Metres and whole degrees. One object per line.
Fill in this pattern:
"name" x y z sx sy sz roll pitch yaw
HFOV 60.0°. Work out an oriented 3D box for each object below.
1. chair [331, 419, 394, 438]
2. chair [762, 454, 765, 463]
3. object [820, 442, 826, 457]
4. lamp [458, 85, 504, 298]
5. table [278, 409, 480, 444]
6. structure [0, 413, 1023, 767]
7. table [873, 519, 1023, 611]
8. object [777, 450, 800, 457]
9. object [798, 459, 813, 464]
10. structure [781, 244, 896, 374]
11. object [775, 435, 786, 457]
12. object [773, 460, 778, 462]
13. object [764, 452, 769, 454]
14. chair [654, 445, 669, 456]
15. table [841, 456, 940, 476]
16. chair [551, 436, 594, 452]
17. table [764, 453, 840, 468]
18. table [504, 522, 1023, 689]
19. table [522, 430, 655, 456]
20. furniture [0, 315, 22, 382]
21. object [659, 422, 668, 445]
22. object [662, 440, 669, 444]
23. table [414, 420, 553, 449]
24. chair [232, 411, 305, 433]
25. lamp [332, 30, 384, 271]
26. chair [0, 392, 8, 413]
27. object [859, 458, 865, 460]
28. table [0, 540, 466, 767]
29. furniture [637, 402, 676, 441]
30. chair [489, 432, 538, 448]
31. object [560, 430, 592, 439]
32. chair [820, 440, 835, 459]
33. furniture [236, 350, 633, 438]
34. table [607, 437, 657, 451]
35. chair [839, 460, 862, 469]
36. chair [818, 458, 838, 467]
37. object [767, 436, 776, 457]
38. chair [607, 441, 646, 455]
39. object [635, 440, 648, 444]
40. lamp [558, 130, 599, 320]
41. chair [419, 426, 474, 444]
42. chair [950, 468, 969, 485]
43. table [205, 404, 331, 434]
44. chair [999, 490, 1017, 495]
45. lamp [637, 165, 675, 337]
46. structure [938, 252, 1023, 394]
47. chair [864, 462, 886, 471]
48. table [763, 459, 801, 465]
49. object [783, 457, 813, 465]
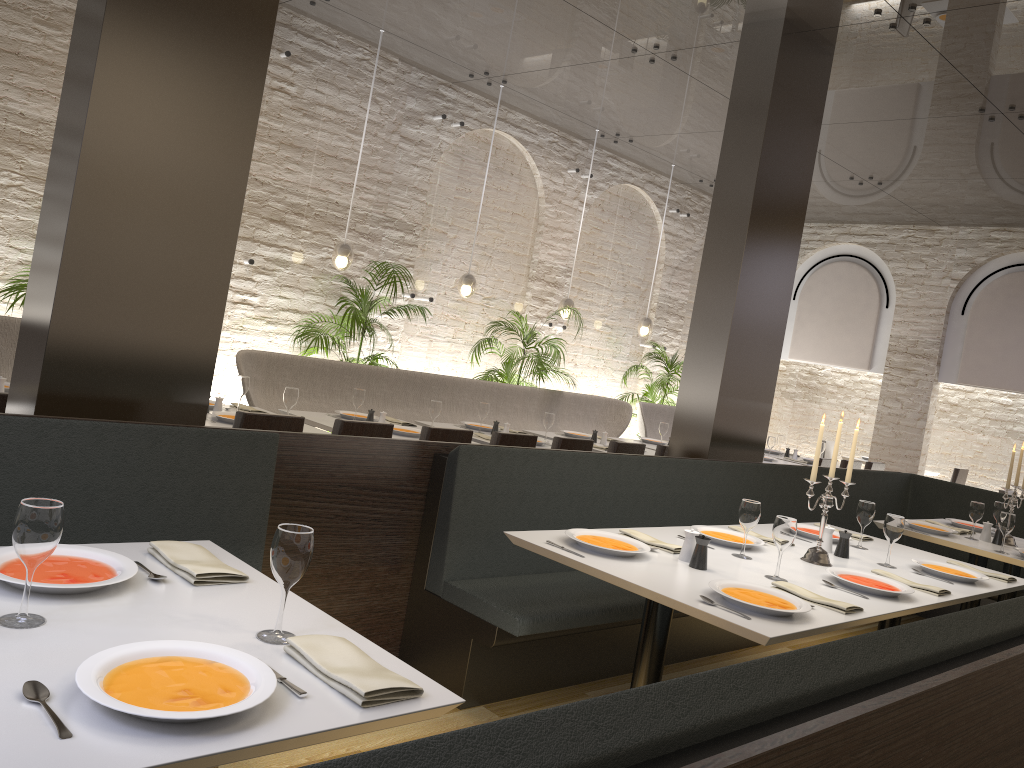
"chair" -1.029 0.612 4.959 0.410 0.906 0.568 10 1 -44
"chair" 1.812 0.996 7.768 0.410 0.906 0.568 10 1 -44
"object" 3.468 0.768 9.953 0.086 0.231 0.087 10 0 -15
"lamp" -0.269 -1.816 8.385 0.178 2.041 0.177 10 0 31
"table" -0.952 0.659 5.941 1.007 0.760 0.940 9 2 -44
"structure" 0.098 0.856 2.645 10.711 1.000 2.381 8 3 -44
"table" 2.979 1.365 5.541 1.184 0.760 1.105 8 2 -44
"object" 3.200 0.813 10.334 0.142 0.033 0.274 8 3 -44
"object" 3.182 0.841 9.597 0.038 0.015 0.182 8 3 -43
"structure" 4.432 -1.069 12.024 0.097 1.675 1.640 10 1 -44
"object" 2.973 0.687 9.819 0.086 0.231 0.087 10 0 -15
"object" 2.632 0.769 9.053 0.017 0.010 0.186 8 3 -44
"object" 2.813 0.763 9.983 0.017 0.010 0.186 8 3 -44
"chair" 1.003 0.886 6.968 0.410 0.906 0.568 10 1 -44
"table" 5.047 1.465 11.964 1.007 0.760 0.940 9 2 -44
"chair" 0.184 0.776 6.158 0.410 0.906 0.568 10 1 -44
"table" 3.067 1.201 9.913 1.007 0.760 0.940 9 2 -44
"table" 1.175 1.122 3.757 2.530 0.760 1.105 8 3 -44
"table" 0.694 0.881 7.568 1.007 0.760 0.940 9 2 -44
"furniture" -3.601 0.088 4.348 4.460 1.097 0.711 8 2 -44
"object" 1.403 0.475 8.267 0.086 0.231 0.087 10 0 -15
"object" 1.617 0.599 8.769 0.142 0.033 0.274 8 3 -44
"table" -0.132 0.769 6.752 1.007 0.760 0.940 9 2 -44
"chair" -1.428 0.558 4.565 0.410 0.906 0.568 10 1 -44
"lamp" -1.259 -1.950 7.407 0.177 2.041 0.178 10 0 -23
"chair" -2.247 0.448 3.755 0.410 0.906 0.568 10 1 -44
"object" 4.793 1.026 12.034 0.017 0.010 0.186 8 3 -44
"table" -1.425 0.771 1.187 2.530 0.760 1.105 8 3 -44
"furniture" 2.269 0.881 10.149 2.575 1.097 0.710 8 2 -44
"chair" -0.214 0.722 5.765 0.410 0.906 0.568 10 1 -44
"object" 0.575 0.451 7.763 0.322 0.036 0.321 11 2 24
"chair" 4.603 1.294 12.433 0.410 0.906 0.568 10 1 -44
"furniture" -0.326 0.530 7.585 4.460 1.097 0.711 8 2 -44
"table" 1.484 0.988 8.348 1.007 0.760 0.940 9 2 -44
"chair" 3.203 1.183 9.142 0.410 0.906 0.568 10 1 -44
"chair" 2.807 1.130 8.751 0.410 0.906 0.568 10 1 -44
"object" 2.673 0.661 9.166 0.086 0.231 0.087 10 0 -15
"chair" 0.601 0.832 6.571 0.410 0.906 0.568 10 1 -44
"object" 1.230 0.549 8.418 0.017 0.010 0.186 8 3 -44
"lamp" 0.730 -1.682 9.373 0.178 2.041 0.177 10 0 25
"chair" -0.610 0.669 5.374 0.410 0.906 0.568 10 1 -44
"chair" 5.504 1.491 11.493 0.410 0.906 0.568 10 1 -44
"table" -1.773 0.548 5.130 1.007 0.760 0.940 9 2 -44
"chair" 4.845 1.505 8.323 0.410 0.906 0.568 10 1 -44
"lamp" 1.709 -1.549 10.341 0.178 2.041 0.177 10 0 25
"structure" 5.985 -0.730 10.404 0.097 1.675 1.640 10 1 -44
"chair" 3.610 1.238 9.545 0.410 0.906 0.568 10 1 -44
"table" 2.262 1.093 9.118 1.007 0.760 0.940 9 2 -44
"object" 3.060 0.824 9.472 0.142 0.033 0.274 8 3 -44
